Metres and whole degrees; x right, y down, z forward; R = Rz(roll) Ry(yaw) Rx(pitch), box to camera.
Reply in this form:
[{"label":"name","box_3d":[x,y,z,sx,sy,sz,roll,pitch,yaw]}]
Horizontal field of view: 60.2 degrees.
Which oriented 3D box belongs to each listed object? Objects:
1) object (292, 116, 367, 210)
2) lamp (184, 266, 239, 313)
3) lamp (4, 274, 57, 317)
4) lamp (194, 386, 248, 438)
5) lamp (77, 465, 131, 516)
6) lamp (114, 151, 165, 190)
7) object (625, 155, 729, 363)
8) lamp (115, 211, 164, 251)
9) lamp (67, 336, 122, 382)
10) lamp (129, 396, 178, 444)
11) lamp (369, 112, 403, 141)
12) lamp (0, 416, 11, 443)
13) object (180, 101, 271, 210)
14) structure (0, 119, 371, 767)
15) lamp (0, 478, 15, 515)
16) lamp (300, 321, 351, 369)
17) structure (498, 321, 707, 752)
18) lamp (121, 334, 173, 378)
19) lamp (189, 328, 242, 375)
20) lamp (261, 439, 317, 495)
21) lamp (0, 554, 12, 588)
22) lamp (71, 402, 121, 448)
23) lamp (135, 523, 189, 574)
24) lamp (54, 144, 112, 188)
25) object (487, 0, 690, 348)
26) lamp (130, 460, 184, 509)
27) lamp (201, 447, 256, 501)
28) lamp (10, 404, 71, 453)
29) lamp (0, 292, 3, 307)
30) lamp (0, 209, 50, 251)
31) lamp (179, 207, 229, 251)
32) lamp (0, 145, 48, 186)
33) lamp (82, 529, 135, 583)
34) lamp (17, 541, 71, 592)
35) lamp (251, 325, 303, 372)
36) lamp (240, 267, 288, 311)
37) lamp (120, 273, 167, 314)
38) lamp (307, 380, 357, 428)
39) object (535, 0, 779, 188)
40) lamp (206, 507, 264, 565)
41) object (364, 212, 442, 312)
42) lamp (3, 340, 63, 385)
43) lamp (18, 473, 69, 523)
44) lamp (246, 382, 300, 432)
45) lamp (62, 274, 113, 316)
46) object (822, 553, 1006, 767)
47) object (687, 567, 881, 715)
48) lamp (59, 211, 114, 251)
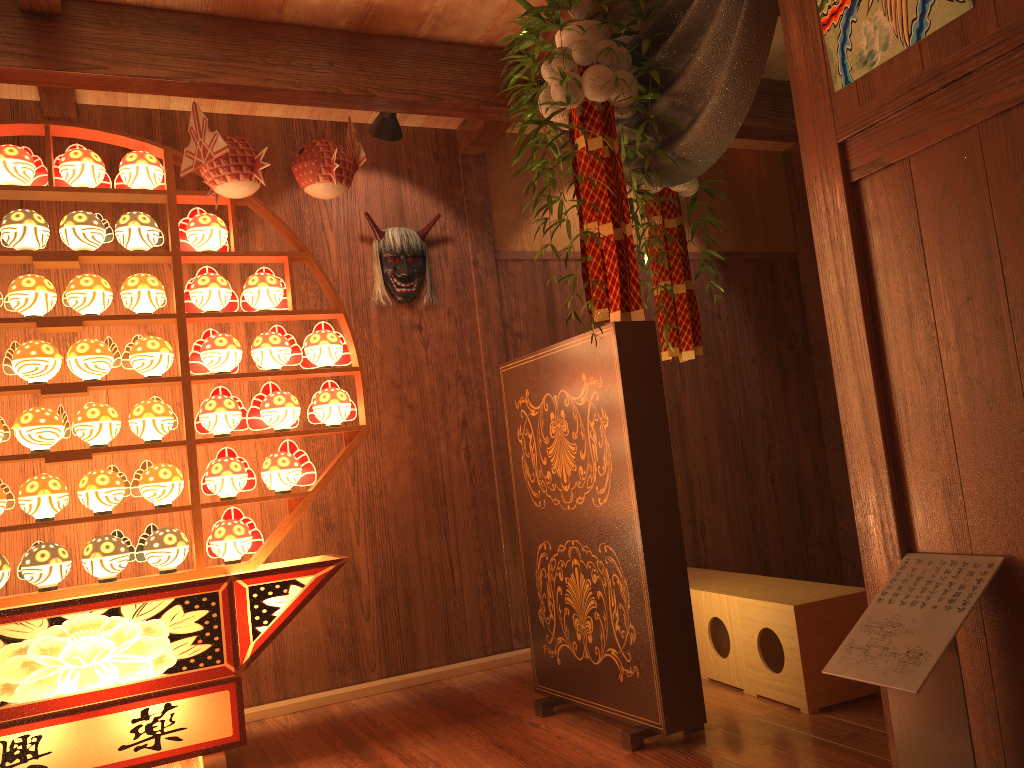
[{"label":"object","box_3d":[-0.676,-0.816,3.159,0.235,0.318,0.356,-3,-7,-29]},{"label":"lamp","box_3d":[-1.077,-0.345,3.158,0.206,0.200,0.153,-4,-6,-25]},{"label":"lamp","box_3d":[-1.578,-0.290,2.913,0.144,0.161,0.151,-1,-8,-44]},{"label":"lamp","box_3d":[-1.030,0.093,3.116,0.193,0.195,0.154,-5,-6,-15]},{"label":"lamp","box_3d":[-1.363,0.350,2.922,0.138,0.167,0.158,-7,-6,6]},{"label":"lamp","box_3d":[-1.306,-0.762,3.111,0.194,0.188,0.153,-5,-6,-20]},{"label":"object","box_3d":[0.599,-0.656,3.808,0.769,1.259,0.523,-2,-7,-39]},{"label":"lamp","box_3d":[-1.307,-0.535,3.078,0.141,0.173,0.155,-6,-6,-9]},{"label":"lamp","box_3d":[-1.424,-0.083,2.967,0.135,0.167,0.162,-10,-7,30]},{"label":"lamp","box_3d":[-1.233,0.119,3.015,0.141,0.173,0.155,-6,-6,-9]},{"label":"lamp","box_3d":[-0.523,-1.072,3.612,0.136,0.177,0.173,-6,-6,-5]},{"label":"lamp","box_3d":[-1.693,0.154,2.792,0.140,0.167,0.156,-6,-6,-4]},{"label":"object","box_3d":[-0.962,-0.784,3.017,0.352,0.314,0.249,-12,-8,42]},{"label":"structure","box_3d":[-1.454,0.208,2.900,2.015,2.193,0.477,-4,-6,-26]},{"label":"lamp","box_3d":[-1.673,0.372,2.771,0.138,0.167,0.158,-7,-6,6]},{"label":"lamp","box_3d":[-0.707,-0.151,3.307,0.203,0.200,0.155,-6,-6,-10]},{"label":"structure","box_3d":[0.264,0.484,2.945,0.279,1.249,0.777,-4,-6,-28]},{"label":"lamp","box_3d":[-1.239,-0.100,3.048,0.152,0.173,0.144,-11,-7,35]},{"label":"lamp","box_3d":[-1.032,-0.122,3.148,0.196,0.187,0.152,-1,-8,-45]},{"label":"lamp","box_3d":[-0.836,0.297,3.180,0.198,0.200,0.159,-8,-6,10]},{"label":"lamp","box_3d":[-1.639,0.588,2.757,0.156,0.167,0.140,-7,-6,5]},{"label":"lamp","box_3d":[-1.378,0.132,2.944,0.144,0.167,0.152,-2,-7,-39]},{"label":"lamp","box_3d":[-1.163,0.552,2.988,0.152,0.173,0.144,-10,-6,30]},{"label":"lamp","box_3d":[-1.473,-0.756,3.031,0.207,0.200,0.152,-3,-7,-35]},{"label":"object","box_3d":[0.267,-0.719,2.811,0.588,1.259,0.687,-3,-7,-36]},{"label":"lamp","box_3d":[-1.187,0.335,3.007,0.152,0.173,0.144,-10,-6,30]},{"label":"lamp","box_3d":[-1.002,0.312,3.096,0.189,0.193,0.154,-5,-6,-15]},{"label":"lamp","box_3d":[-1.545,0.147,2.871,0.134,0.161,0.162,-11,-7,40]},{"label":"lamp","box_3d":[-1.747,-0.281,2.833,0.138,0.167,0.158,-7,-6,6]},{"label":"lamp","box_3d":[-1.611,-0.508,2.928,0.144,0.161,0.152,-3,-7,-34]},{"label":"lamp","box_3d":[-1.097,-0.563,3.182,0.207,0.200,0.152,-2,-7,-40]},{"label":"lamp","box_3d":[-1.672,-0.731,2.937,0.169,0.179,0.158,-7,-6,5]},{"label":"lamp","box_3d":[-1.338,0.567,2.901,0.138,0.167,0.158,-7,-6,6]},{"label":"lamp","box_3d":[-1.486,0.580,2.827,0.144,0.161,0.151,-1,-8,-44]},{"label":"lamp","box_3d":[-0.883,-0.134,3.224,0.180,0.191,0.158,-7,-6,5]},{"label":"lamp","box_3d":[-0.913,-0.354,3.239,0.192,0.195,0.155,-6,-6,-10]},{"label":"lamp","box_3d":[-1.278,-0.317,3.058,0.143,0.173,0.153,-5,-6,-19]},{"label":"lamp","box_3d":[-0.671,0.070,3.290,0.186,0.192,0.154,-5,-6,-15]},{"label":"object","box_3d":[0.445,-0.999,2.910,0.098,0.750,1.462,-4,-6,-23]},{"label":"lamp","box_3d":[-0.981,0.527,3.078,0.197,0.197,0.155,-6,-6,-10]},{"label":"object","box_3d":[-0.486,-0.546,4.040,0.374,0.453,0.134,-4,-6,-26]},{"label":"lamp","box_3d":[-1.550,-0.072,2.899,0.156,0.161,0.140,-7,-6,5]},{"label":"lamp","box_3d":[-1.509,0.363,2.846,0.143,0.161,0.153,-4,-6,-24]},{"label":"lamp","box_3d":[-0.839,0.078,3.210,0.207,0.200,0.152,-2,-7,-40]},{"label":"lamp","box_3d":[-1.425,-0.304,2.988,0.144,0.167,0.151,-1,-8,-44]},{"label":"object","box_3d":[0.824,0.643,1.762,0.308,0.559,0.243,-4,-6,-25]},{"label":"object","box_3d":[0.844,0.925,3.381,0.334,0.330,1.262,-5,-6,-19]},{"label":"lamp","box_3d":[-1.467,-0.520,3.006,0.137,0.167,0.160,-8,-6,15]}]
